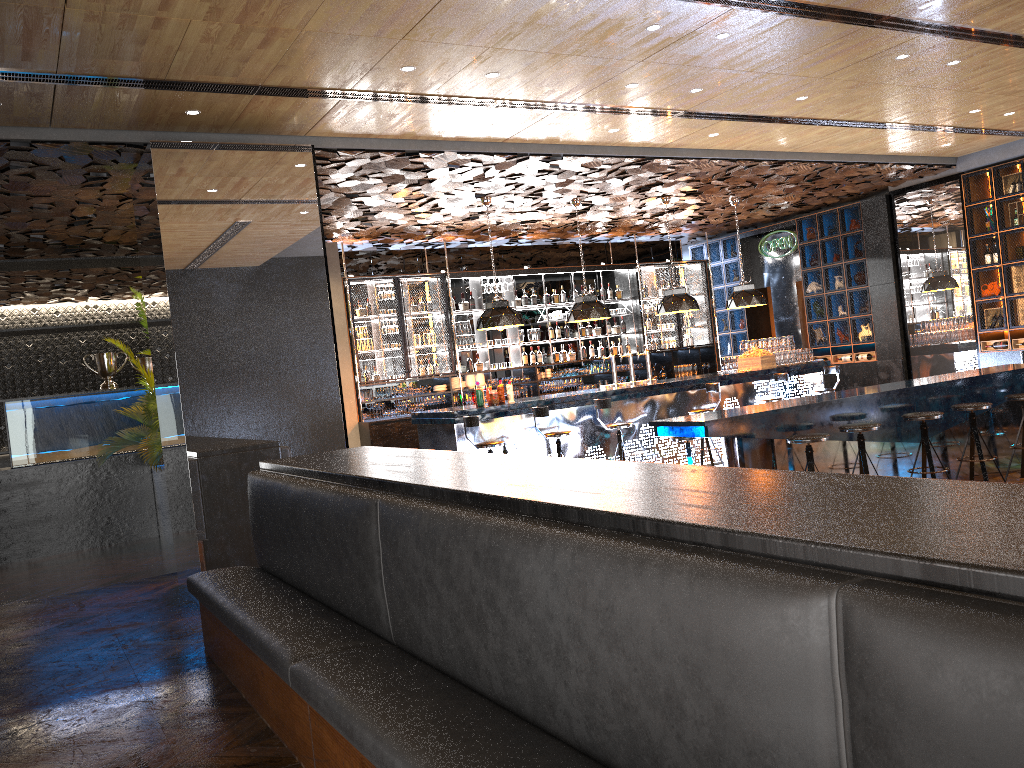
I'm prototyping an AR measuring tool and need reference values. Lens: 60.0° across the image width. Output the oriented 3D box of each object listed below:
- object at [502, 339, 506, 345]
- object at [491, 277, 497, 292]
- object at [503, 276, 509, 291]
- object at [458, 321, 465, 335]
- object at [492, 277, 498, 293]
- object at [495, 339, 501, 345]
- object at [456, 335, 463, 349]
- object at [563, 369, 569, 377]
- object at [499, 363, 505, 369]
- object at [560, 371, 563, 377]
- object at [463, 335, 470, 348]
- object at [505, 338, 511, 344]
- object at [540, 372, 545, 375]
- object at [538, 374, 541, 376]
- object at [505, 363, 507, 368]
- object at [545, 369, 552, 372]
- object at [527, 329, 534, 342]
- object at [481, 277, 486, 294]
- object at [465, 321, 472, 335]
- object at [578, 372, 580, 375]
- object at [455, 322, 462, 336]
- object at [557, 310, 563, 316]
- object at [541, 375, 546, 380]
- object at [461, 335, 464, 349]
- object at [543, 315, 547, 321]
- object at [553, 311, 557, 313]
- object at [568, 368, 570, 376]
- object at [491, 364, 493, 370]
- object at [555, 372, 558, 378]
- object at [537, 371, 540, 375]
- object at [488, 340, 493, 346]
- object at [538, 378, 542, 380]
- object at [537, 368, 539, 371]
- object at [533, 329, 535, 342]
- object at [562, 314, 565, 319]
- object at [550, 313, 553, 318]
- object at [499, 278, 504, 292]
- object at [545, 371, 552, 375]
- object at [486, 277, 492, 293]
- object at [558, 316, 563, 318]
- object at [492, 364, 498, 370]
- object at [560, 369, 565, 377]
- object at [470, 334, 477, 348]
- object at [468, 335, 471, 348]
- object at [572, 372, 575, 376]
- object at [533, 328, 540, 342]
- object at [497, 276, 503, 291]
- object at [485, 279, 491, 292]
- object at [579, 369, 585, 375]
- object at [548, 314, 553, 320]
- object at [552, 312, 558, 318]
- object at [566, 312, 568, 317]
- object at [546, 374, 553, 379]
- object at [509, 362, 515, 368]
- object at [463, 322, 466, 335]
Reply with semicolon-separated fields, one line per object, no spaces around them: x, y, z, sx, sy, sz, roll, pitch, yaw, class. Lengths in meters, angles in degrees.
-0.112;-0.655;13.901;0.089;0.092;0.089;-6;1;45;object
-0.278;-1.547;13.653;0.092;0.244;0.092;-6;1;21;object
-0.102;-1.568;13.753;0.092;0.244;0.092;-6;1;21;object
-0.767;-0.842;13.438;0.105;0.209;0.105;-6;1;16;object
-0.273;-1.550;13.846;0.092;0.244;0.092;-6;1;21;object
-0.218;-0.640;13.703;0.089;0.092;0.089;-6;1;39;object
-0.793;-0.629;13.414;0.105;0.209;0.105;-6;1;16;object
0.880;-0.182;14.275;0.100;0.125;0.100;-6;1;18;object
-0.154;-0.278;13.682;0.089;0.092;0.089;-6;1;24;object
0.780;-0.155;14.081;0.067;0.099;0.058;-6;1;6;object
-0.691;-0.641;13.473;0.105;0.209;0.105;-6;1;16;object
-0.064;-0.658;13.721;0.089;0.092;0.089;-6;1;45;object
0.492;-0.152;14.067;0.105;0.069;0.094;-6;1;38;object
0.383;-0.133;13.918;0.149;0.026;0.148;-7;1;-23;object
-0.126;-0.284;13.811;0.089;0.092;0.089;-7;1;-19;object
0.572;-0.205;14.003;0.094;0.068;0.106;-7;1;-30;object
0.294;-0.762;14.003;0.105;0.209;0.105;-6;1;15;object
-0.454;-1.528;13.743;0.092;0.244;0.092;-6;1;21;object
-0.671;-0.854;13.503;0.105;0.209;0.105;-6;1;16;object
1.084;-0.192;14.340;0.098;0.097;0.098;-6;1;8;object
-0.826;-0.837;13.533;0.105;0.209;0.105;-6;1;16;object
0.766;-1.136;14.291;0.089;0.092;0.089;-7;1;-34;object
0.489;-0.106;14.066;0.094;0.067;0.106;-6;1;23;object
-0.751;-0.636;13.564;0.105;0.209;0.105;-6;1;16;object
0.541;-1.062;14.311;0.089;0.092;0.089;-6;1;32;object
0.714;-1.133;14.427;0.089;0.092;0.089;-6;1;-4;object
0.917;-0.190;14.432;0.108;0.126;0.108;-6;1;32;object
-0.280;-0.266;13.821;0.089;0.092;0.089;-6;1;32;object
0.712;-0.147;14.075;0.058;0.099;0.067;-6;1;30;object
0.384;-0.165;13.919;0.107;0.070;0.094;-6;1;1;object
-0.339;-0.626;13.685;0.089;0.092;0.089;-6;1;39;object
0.392;-0.069;13.921;0.149;0.022;0.149;-6;1;29;object
0.370;-0.208;13.913;0.094;0.069;0.106;-7;1;-24;object
0.356;-0.771;14.135;0.105;0.209;0.105;-6;1;15;object
0.822;-1.096;14.447;0.089;0.092;0.089;-7;1;-40;object
0.639;-1.095;14.354;0.089;0.092;0.089;-6;1;-4;object
-0.183;-1.561;13.897;0.092;0.244;0.092;-6;1;21;object
0.575;-0.161;14.014;0.094;0.069;0.106;-6;1;12;object
-0.358;-1.540;13.797;0.092;0.244;0.092;-6;1;21;object
0.769;-1.110;14.291;0.089;0.092;0.089;-7;1;-40;object
-0.264;-0.265;13.635;0.089;0.092;0.089;-6;1;32;object
0.820;-0.177;14.377;0.100;0.125;0.100;-7;1;-16;object
-0.585;-0.654;13.519;0.105;0.209;0.105;-6;1;16;object
-0.651;-0.648;13.609;0.105;0.209;0.105;-6;1;16;object
0.979;-0.195;14.326;0.108;0.126;0.108;-7;1;-35;object
0.399;-0.774;14.035;0.105;0.209;0.105;-6;1;15;object
-0.192;-1.557;13.702;0.092;0.244;0.092;-6;1;21;object
-0.373;-1.535;13.599;0.092;0.244;0.092;-6;1;21;object
1.132;-0.196;14.251;0.098;0.097;0.098;-6;1;40;object
0.601;-1.067;14.158;0.089;0.092;0.089;-6;1;-4;object
0.689;-1.098;14.201;0.089;0.092;0.089;-6;1;12;object
0.909;-1.125;14.337;0.089;0.092;0.089;-7;1;-39;object
0.584;-0.116;14.013;0.106;0.067;0.094;-7;1;-41;object
-0.003;-0.297;13.808;0.089;0.092;0.089;-7;1;-19;object
-0.719;-0.850;13.580;0.105;0.209;0.105;-6;1;16;object
